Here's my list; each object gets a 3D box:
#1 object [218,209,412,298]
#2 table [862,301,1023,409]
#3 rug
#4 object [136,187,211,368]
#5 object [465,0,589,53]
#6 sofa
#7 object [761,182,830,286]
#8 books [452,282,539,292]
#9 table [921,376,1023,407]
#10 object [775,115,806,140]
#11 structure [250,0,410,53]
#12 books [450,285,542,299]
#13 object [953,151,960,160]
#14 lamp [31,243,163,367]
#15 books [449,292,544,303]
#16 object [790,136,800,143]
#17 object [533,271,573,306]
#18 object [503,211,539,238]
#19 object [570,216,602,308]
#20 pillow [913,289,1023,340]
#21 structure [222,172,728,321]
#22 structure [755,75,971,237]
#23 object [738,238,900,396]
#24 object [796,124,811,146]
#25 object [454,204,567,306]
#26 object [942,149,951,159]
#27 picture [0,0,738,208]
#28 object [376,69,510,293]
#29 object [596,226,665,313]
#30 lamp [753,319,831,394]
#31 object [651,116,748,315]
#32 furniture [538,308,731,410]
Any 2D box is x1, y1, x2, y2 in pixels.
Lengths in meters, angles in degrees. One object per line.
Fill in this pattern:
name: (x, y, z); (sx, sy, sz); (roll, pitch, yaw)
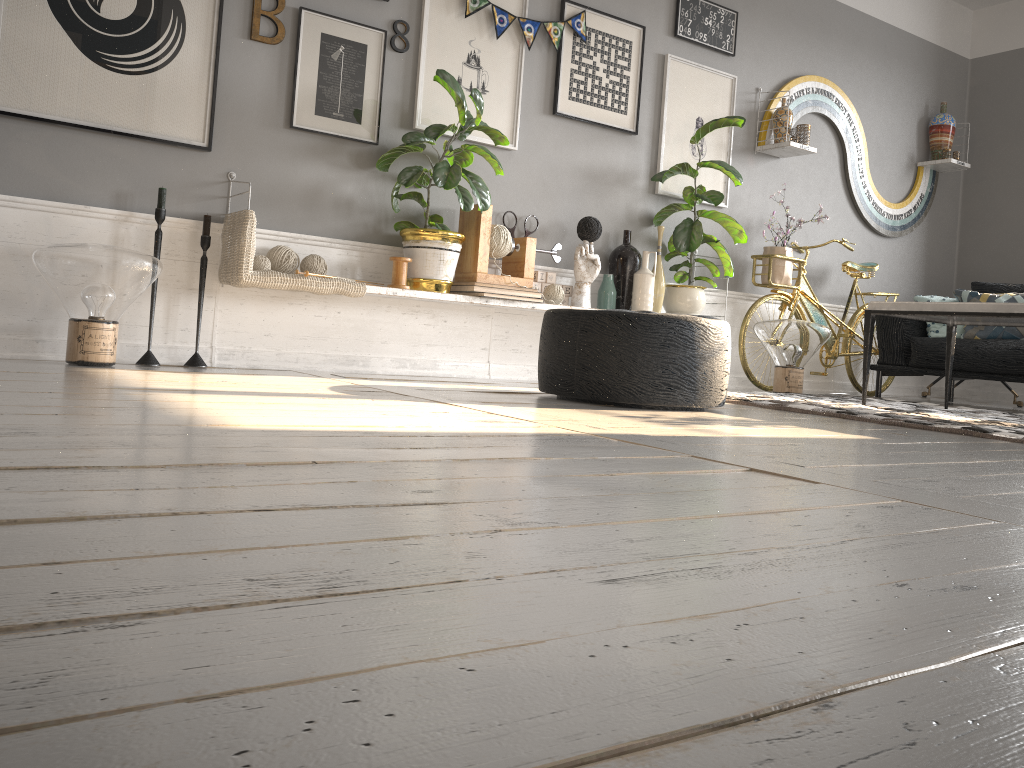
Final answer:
object: (-0.807, -0.529, 3.767); (0.783, 0.307, 0.330); (3, 2, -33)
table: (2.332, -0.057, 3.713); (0.730, 0.511, 1.460); (3, 3, -34)
rug: (2.058, 0.158, 3.809); (1.766, 0.034, 2.534); (2, 4, -34)
object: (-1.317, -0.421, 3.503); (0.279, 0.701, 0.092); (5, -1, -42)
object: (0.053, -1.857, 4.475); (0.912, 0.339, 0.057); (2, 0, -35)
sofa: (3.233, -0.184, 4.817); (0.968, 0.798, 2.348); (3, 3, -35)
object: (1.757, -0.904, 5.426); (0.487, 0.641, 0.254); (4, 0, -16)
books: (-0.091, -0.464, 4.256); (0.378, 0.017, 0.229); (2, 4, -37)
table: (3.377, -0.205, 6.319); (0.338, 0.680, 0.744); (4, 1, -34)
object: (1.684, -1.539, 5.367); (0.197, 0.166, 0.060); (4, 0, 0)
structure: (-0.792, -1.575, 3.947); (0.737, 0.263, 0.024); (3, 0, -34)
books: (-0.084, -0.441, 4.248); (0.383, 0.029, 0.261); (2, 4, -33)
object: (3.195, -1.639, 6.363); (0.050, 0.058, 0.050); (3, 1, -44)
lamp: (-1.509, -0.286, 3.205); (0.432, 0.438, 0.433); (4, 1, -12)
books: (-0.079, -0.417, 4.259); (0.367, 0.021, 0.297); (2, 4, -40)
object: (1.771, -1.503, 5.538); (0.062, 0.082, 0.062); (5, 1, 32)
object: (0.190, -0.489, 4.571); (0.264, 0.173, 0.078); (3, 0, -28)
object: (0.031, -0.640, 4.502); (0.221, 0.464, 0.019); (4, -1, -34)
object: (0.383, -0.629, 4.583); (0.154, 0.483, 0.137); (5, -1, -35)
pillow: (2.855, -0.419, 5.304); (0.800, 0.362, 0.442); (6, 2, 38)
structure: (0.021, -0.592, 4.356); (2.770, 0.486, 0.309); (2, 1, -34)
structure: (2.419, -1.527, 5.959); (2.018, 0.956, 0.267); (3, 0, -34)
object: (2.040, -0.416, 5.663); (1.622, 0.970, 0.427); (2, 1, -43)
object: (1.796, -1.524, 5.461); (0.085, 0.140, 0.086); (4, 0, -42)
object: (0.024, -0.618, 4.321); (0.544, 0.440, 0.239); (3, 1, -34)
object: (3.120, -1.644, 6.353); (0.060, 0.079, 0.060); (5, 1, 45)
picture: (-0.551, -1.539, 1.667); (7.277, 1.795, 4.051); (2, 3, -34)
object: (-0.314, -0.893, 4.008); (0.547, 0.964, 0.509); (4, 0, 41)
object: (0.651, -0.622, 4.747); (0.332, 0.488, 0.285); (4, 0, 16)
lamp: (1.614, -0.155, 5.136); (0.432, 0.438, 0.433); (4, 1, -4)
object: (1.044, -0.935, 4.960); (0.567, 1.151, 0.415); (4, 0, 5)
furniture: (0.471, -0.107, 3.435); (0.737, 0.357, 0.734); (7, 3, 43)
